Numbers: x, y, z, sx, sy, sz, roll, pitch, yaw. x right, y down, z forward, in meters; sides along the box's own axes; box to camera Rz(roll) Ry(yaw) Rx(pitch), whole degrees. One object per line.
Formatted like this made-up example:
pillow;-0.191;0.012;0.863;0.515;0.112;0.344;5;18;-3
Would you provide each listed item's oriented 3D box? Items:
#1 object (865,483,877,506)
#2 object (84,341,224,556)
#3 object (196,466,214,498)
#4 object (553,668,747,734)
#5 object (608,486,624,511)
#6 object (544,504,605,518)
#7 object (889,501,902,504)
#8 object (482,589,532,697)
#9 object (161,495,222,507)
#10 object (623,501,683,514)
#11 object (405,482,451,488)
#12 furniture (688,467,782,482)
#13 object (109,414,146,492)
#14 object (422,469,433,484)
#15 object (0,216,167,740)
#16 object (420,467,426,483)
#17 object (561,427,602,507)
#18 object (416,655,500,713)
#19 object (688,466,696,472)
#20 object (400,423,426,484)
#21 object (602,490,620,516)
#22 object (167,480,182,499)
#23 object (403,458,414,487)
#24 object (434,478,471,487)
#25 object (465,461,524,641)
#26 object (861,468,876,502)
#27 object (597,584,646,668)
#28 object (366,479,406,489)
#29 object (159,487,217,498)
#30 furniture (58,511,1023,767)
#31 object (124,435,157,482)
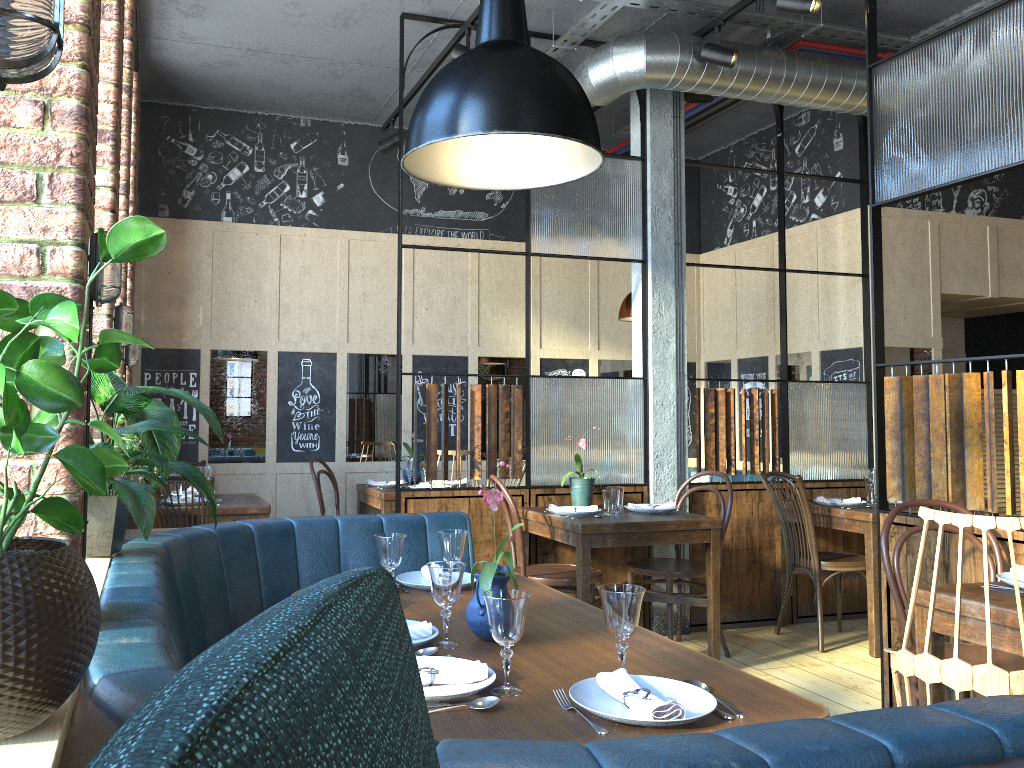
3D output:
object;1.975;0.605;4.814;0.086;0.120;0.082;-1;-3;11
object;-1.091;0.087;2.386;0.590;0.752;0.754;1;-3;-21
object;-1.704;0.555;4.886;0.103;0.192;0.094;-3;-4;41
object;0.260;0.584;1.657;0.317;0.051;0.276;1;-2;-16
object;0.535;0.588;4.538;0.088;0.120;0.080;-2;-4;39
object;0.310;0.615;4.331;0.263;0.051;0.332;1;-2;-17
object;2.198;0.648;4.989;0.263;0.051;0.332;1;-2;-17
object;-0.010;0.515;1.753;0.100;0.192;0.096;-1;-3;9
object;-1.724;0.621;4.743;0.317;0.051;0.276;1;-2;-16
object;0.704;0.623;4.502;0.263;0.051;0.332;1;-2;-17
object;-0.520;0.662;5.726;0.317;0.051;0.276;1;-2;-16
furniture;1.113;1.024;6.115;1.449;0.823;1.484;1;-3;-20
object;-1.622;0.266;3.426;0.422;0.483;0.458;0;-3;1
object;-0.565;0.634;5.915;0.081;0.120;0.088;2;-4;-31
object;-0.678;0.095;1.153;0.389;0.664;0.508;0;-3;3
object;-0.599;0.642;6.129;0.081;0.120;0.088;2;-4;-31
object;0.366;0.440;4.665;0.154;0.427;0.192;-3;-4;41
object;-0.161;0.586;1.767;0.263;0.051;0.332;1;-2;-17
object;1.083;0.599;5.618;0.136;0.432;0.218;0;-3;-3
object;-0.714;0.491;6.263;0.211;0.432;0.141;1;-4;-23
object;0.486;0.580;4.315;0.088;0.120;0.080;-2;-4;39
object;-1.913;0.595;4.999;0.084;0.120;0.084;0;-3;-3
object;-0.695;0.600;5.987;0.103;0.192;0.094;-3;-4;41
object;-0.428;0.676;6.108;0.263;0.051;0.332;1;-2;-17
object;-0.046;0.411;2.164;0.136;0.432;0.218;0;-3;-3
object;2.045;0.577;5.020;0.098;0.192;0.098;0;-3;0
object;0.227;0.518;1.819;0.100;0.192;0.096;-1;-3;9
object;-0.850;0.670;5.974;0.261;0.051;0.335;1;-2;-22
object;-1.896;0.635;5.163;0.317;0.051;0.276;1;-2;-16
furniture;-0.321;0.873;2.142;1.325;0.823;2.686;1;-2;-21
object;-2.041;0.361;4.572;0.484;0.370;0.623;1;-3;-21
